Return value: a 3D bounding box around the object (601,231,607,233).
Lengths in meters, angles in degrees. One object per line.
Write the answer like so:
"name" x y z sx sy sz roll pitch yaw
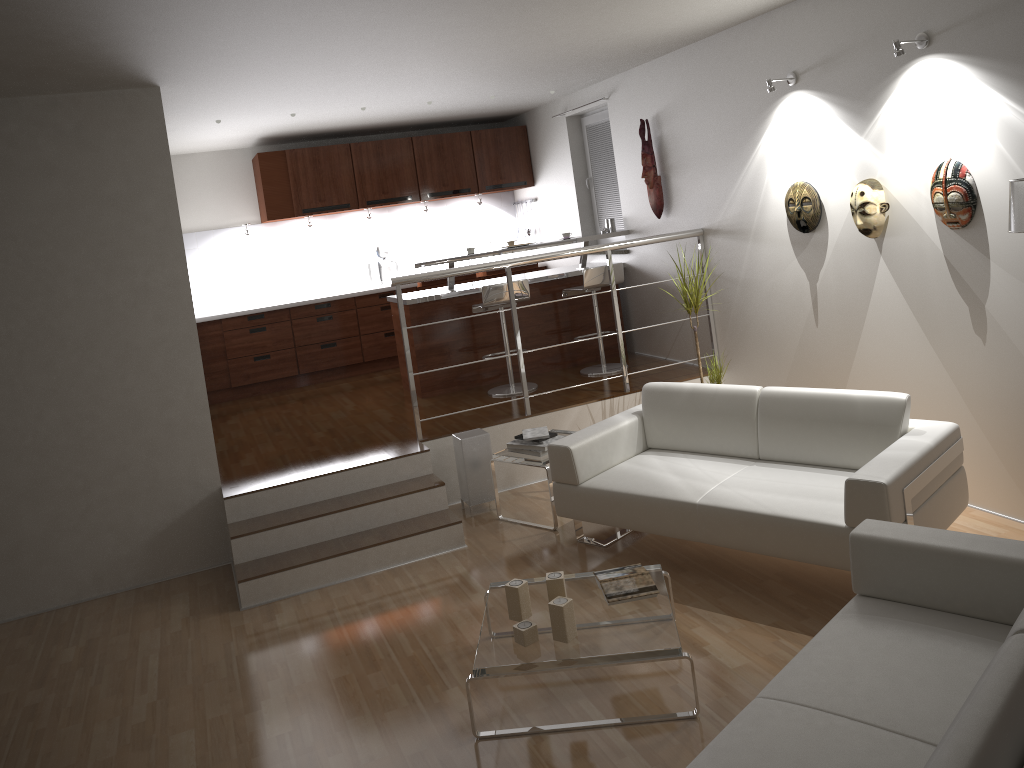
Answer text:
"object" 0.784 -1.299 7.471 0.051 0.019 0.051 -11 10 -17

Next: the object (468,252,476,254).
"object" -0.326 -1.035 6.937 0.076 0.002 0.079 -1 13 33

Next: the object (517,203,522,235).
"object" 0.081 -1.772 9.501 0.008 0.374 0.033 -9 2 -20

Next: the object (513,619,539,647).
"object" 0.050 0.903 3.196 0.068 0.073 0.067 -12 8 -35

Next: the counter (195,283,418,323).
"counter" -2.018 -0.814 8.528 2.121 0.039 0.686 -12 12 -21

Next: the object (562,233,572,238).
"object" 0.455 -1.232 7.277 0.079 0.045 0.068 -5 9 16

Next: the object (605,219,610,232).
"object" 0.828 -1.358 7.509 0.053 0.108 0.052 -11 5 -36

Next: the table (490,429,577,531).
"table" 0.241 0.557 5.262 0.462 0.396 0.561 -1 11 44

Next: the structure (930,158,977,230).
"structure" 2.125 -0.922 4.267 0.076 0.351 0.266 -9 5 -20

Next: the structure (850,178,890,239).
"structure" 1.912 -0.946 4.753 0.131 0.325 0.244 -9 5 -19

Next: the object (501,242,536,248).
"object" 0.054 -1.137 7.185 0.311 0.010 0.220 -12 12 -18

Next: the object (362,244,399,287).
"object" -1.333 -1.224 8.984 0.332 0.401 0.164 -10 4 -21

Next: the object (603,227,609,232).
"object" 0.801 -1.312 7.456 0.051 0.045 0.052 -4 8 27

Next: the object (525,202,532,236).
"object" 0.177 -1.749 9.289 0.043 0.362 0.091 -9 3 -20

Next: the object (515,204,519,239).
"object" 0.045 -1.776 9.560 0.033 0.378 0.065 -9 3 -20

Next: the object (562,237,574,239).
"object" 0.448 -1.207 7.272 0.132 0.008 0.140 -17 14 -40

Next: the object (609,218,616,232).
"object" 0.855 -1.353 7.457 0.053 0.110 0.052 -11 5 -36

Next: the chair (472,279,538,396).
"chair" -0.048 -0.367 6.699 0.391 0.840 0.427 -9 4 -16

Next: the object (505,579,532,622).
"object" 0.024 0.830 3.388 0.066 0.149 0.068 -5 5 40

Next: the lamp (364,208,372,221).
"lamp" -1.408 -1.666 8.604 0.079 0.123 0.081 -6 5 19

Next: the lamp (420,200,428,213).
"lamp" -0.873 -1.782 8.812 0.079 0.123 0.081 -6 5 19

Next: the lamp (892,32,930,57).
"lamp" 1.943 -1.662 4.288 0.192 0.107 0.080 -11 6 -21

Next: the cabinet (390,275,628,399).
"cabinet" -0.020 -0.479 7.492 1.864 0.743 0.636 -12 7 -21

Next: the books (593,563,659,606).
"books" 0.452 0.795 3.501 0.204 0.055 0.296 -9 11 -5

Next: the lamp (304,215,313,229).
"lamp" -1.944 -1.550 8.396 0.079 0.123 0.081 -6 5 19

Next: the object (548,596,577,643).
"object" 0.184 0.849 3.180 0.066 0.150 0.068 -5 5 40

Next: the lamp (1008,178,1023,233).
"lamp" 2.088 0.053 3.264 0.209 1.655 0.367 -8 3 0

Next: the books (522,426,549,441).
"books" 0.139 0.294 5.181 0.151 0.014 0.220 -8 11 0

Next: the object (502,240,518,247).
"object" -0.003 -1.146 7.155 0.141 0.041 0.131 -11 11 -19

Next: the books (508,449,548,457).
"books" 0.150 0.369 5.184 0.231 0.027 0.287 -17 14 -40

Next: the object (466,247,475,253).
"object" -0.323 -1.056 6.933 0.079 0.045 0.068 -4 9 23

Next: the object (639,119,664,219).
"object" 1.085 -1.667 6.786 0.150 0.782 0.153 -7 3 24

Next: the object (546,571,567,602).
"object" 0.172 0.804 3.298 0.067 0.195 0.068 -8 3 5

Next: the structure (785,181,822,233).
"structure" 1.731 -1.061 5.277 0.070 0.312 0.319 -9 7 -20

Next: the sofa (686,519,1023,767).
"sofa" 0.991 0.895 2.141 0.903 0.731 1.817 -1 12 44

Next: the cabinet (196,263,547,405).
"cabinet" -1.319 -0.579 8.793 3.535 0.792 0.683 -12 7 -21

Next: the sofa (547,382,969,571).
"sofa" 1.143 0.445 4.315 1.777 0.731 0.923 2 12 44

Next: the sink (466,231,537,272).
"sink" -0.139 -1.364 9.274 0.678 0.573 0.604 -11 7 -20

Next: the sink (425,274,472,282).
"sink" -0.719 -1.047 9.046 0.606 0.197 0.605 -12 11 -20

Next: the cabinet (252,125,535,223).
"cabinet" -1.171 -2.139 8.892 2.742 0.630 0.654 -12 8 -21

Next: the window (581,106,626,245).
"window" 0.884 -1.851 7.875 0.143 1.254 0.846 -9 5 -20

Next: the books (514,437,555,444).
"books" 0.143 0.322 5.182 0.216 0.014 0.155 1 14 38

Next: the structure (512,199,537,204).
"structure" 0.131 -1.948 9.368 0.049 0.033 0.602 -11 11 -19

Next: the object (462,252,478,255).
"object" -0.336 -1.031 6.933 0.130 0.008 0.141 -11 12 -17

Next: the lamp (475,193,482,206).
"lamp" -0.338 -1.898 9.019 0.079 0.123 0.081 -6 5 19

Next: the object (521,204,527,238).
"object" 0.118 -1.754 9.387 0.020 0.374 0.106 -9 3 -20

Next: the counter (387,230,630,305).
"counter" 0.034 -1.018 7.445 2.121 0.315 0.845 -12 11 -21

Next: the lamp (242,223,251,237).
"lamp" -2.479 -1.435 8.189 0.079 0.123 0.081 -6 5 19

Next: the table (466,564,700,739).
"table" 0.262 1.000 3.380 0.793 0.246 0.714 -7 10 5

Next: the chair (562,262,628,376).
"chair" 0.686 -0.526 6.984 0.391 0.840 0.426 -10 4 -25

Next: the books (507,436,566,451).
"books" 0.146 0.342 5.183 0.286 0.027 0.232 1 14 38

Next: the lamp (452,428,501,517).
"lamp" -0.224 0.544 5.451 0.194 0.476 0.199 -9 4 -20

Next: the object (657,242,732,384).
"object" 1.201 -0.188 5.623 0.504 1.460 0.442 -8 3 -8

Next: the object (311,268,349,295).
"object" -1.832 -1.043 8.838 0.373 0.238 0.156 -11 6 -20

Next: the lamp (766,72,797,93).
"lamp" 1.592 -1.793 5.201 0.192 0.107 0.080 -11 6 -21

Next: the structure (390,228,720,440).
"structure" 0.373 -0.385 5.970 2.344 1.042 0.057 -12 3 -21

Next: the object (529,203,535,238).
"object" 0.202 -1.720 9.166 0.024 0.378 0.071 -9 3 -20
